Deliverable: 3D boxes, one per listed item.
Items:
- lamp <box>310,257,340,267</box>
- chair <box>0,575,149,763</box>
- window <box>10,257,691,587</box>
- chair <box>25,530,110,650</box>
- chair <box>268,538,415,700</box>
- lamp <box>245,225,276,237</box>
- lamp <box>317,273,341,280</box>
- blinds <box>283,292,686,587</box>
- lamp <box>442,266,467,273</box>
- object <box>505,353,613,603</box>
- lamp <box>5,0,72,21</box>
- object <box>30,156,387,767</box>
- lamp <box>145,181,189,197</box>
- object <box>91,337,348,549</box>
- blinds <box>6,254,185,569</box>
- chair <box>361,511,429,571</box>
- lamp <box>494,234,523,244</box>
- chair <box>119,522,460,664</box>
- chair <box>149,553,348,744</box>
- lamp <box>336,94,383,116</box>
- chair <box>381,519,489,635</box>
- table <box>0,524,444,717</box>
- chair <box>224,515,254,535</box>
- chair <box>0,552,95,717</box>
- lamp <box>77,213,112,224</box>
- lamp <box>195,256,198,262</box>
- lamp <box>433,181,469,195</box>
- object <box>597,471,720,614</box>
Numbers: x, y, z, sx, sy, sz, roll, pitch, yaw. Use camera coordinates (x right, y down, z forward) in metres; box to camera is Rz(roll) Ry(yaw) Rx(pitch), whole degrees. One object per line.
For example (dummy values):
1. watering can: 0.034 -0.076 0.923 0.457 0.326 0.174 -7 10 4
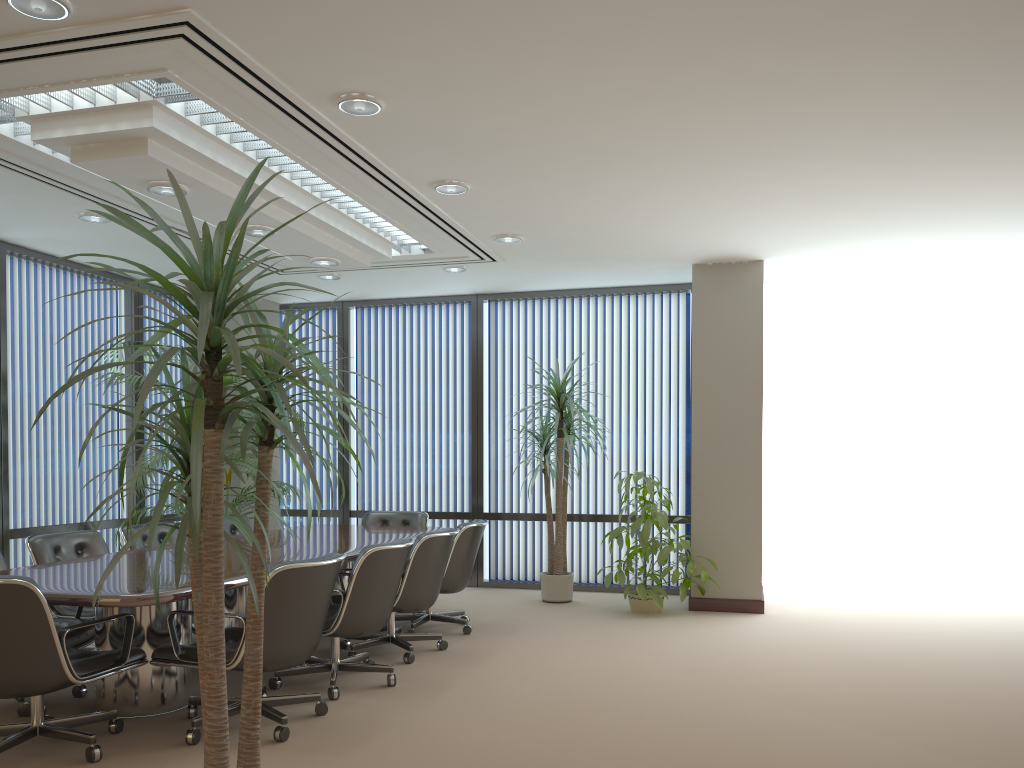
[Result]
1. lamp: -1.432 -0.928 6.753 0.225 0.035 0.225 -4 -6 39
2. chair: -2.175 1.250 3.999 0.759 0.859 0.854 0 -2 15
3. window: -2.288 0.537 8.462 7.376 2.914 3.536 2 -3 -29
4. chair: -2.626 1.395 5.697 0.852 0.859 0.760 -1 -2 15
5. chair: -1.011 1.357 5.259 0.852 0.859 0.760 -1 -2 15
6. lamp: -1.680 -1.005 5.841 0.225 0.035 0.225 -4 -6 39
7. lamp: -1.699 -0.993 8.192 0.225 0.035 0.225 -2 -5 25
8. blinds: -0.665 0.604 9.345 4.929 2.913 0.050 -1 1 15
9. lamp: -0.512 -1.021 7.870 0.225 0.035 0.226 0 -5 5
10. object: 0.449 0.887 8.229 1.017 2.316 1.031 0 0 -10
11. lamp: -1.759 -1.409 3.276 0.225 0.035 0.226 -2 -5 19
12. object: -0.713 0.419 2.204 0.806 1.834 0.817 0 0 -10
13. lamp: -1.927 -1.082 4.929 0.225 0.035 0.225 -3 -6 32
14. object: -2.802 0.794 8.233 2.089 2.480 2.168 -1 -2 36
15. blinds: -3.930 0.449 7.497 0.031 2.905 4.906 0 -3 15
16. chair: -1.135 1.575 7.831 0.759 0.859 0.854 0 -2 15
17. lamp: -0.029 -1.112 6.799 0.225 0.035 0.225 -4 -6 39
18. chair: -1.596 1.445 6.297 2.527 0.859 0.759 -1 -2 15
19. chair: -1.284 1.286 4.421 0.857 0.859 0.754 -1 -2 19
20. lamp: -0.729 -1.330 4.219 0.225 0.035 0.226 0 -5 5
21. chair: -0.611 1.494 6.884 0.852 0.859 0.735 0 -1 10
22. table: -1.689 1.466 5.913 1.507 0.749 4.080 -1 -5 15
23. chair: -2.141 1.532 7.323 0.852 0.859 0.760 -1 -2 20
24. chair: -2.810 1.324 4.867 0.852 0.859 0.760 0 -1 10
25. lamp: -2.934 -1.161 6.203 0.225 0.035 0.225 -4 -6 39
26. lamp: -2.584 -1.052 7.492 0.225 0.035 0.225 -4 -6 39
27. lamp: -0.379 -1.221 5.509 0.225 0.035 0.225 -4 -6 39
28. object: 1.245 1.416 7.715 0.979 1.314 0.856 0 -1 -14
